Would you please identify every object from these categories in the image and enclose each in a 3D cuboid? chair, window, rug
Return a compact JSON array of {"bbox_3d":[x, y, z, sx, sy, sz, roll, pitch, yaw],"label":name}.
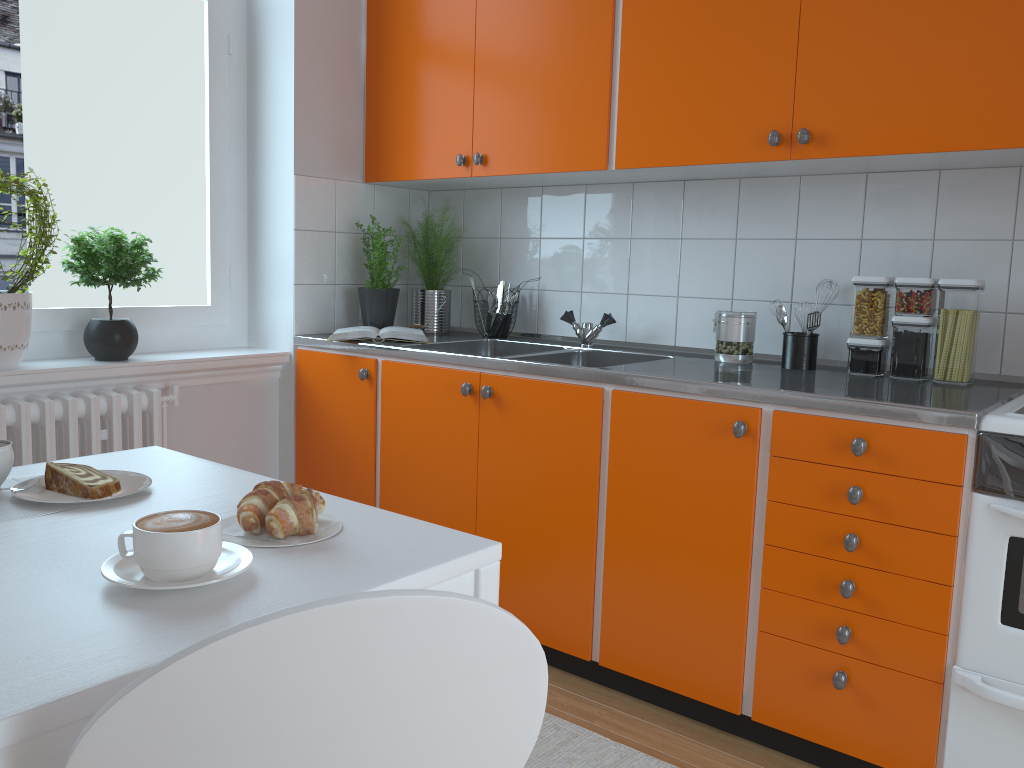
[{"bbox_3d":[-0.278,0.552,1.022,0.498,0.869,0.654,-2,8,-26],"label":"chair"},{"bbox_3d":[-1.320,-1.039,2.646,0.112,1.926,1.263,7,9,38],"label":"window"},{"bbox_3d":[0.055,0.884,1.850,1.705,0.009,0.667,8,10,38],"label":"rug"}]

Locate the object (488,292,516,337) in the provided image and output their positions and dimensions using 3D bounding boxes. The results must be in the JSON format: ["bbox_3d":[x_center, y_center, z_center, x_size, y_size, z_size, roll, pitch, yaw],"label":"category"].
[{"bbox_3d":[-0.030,-0.272,3.238,0.076,0.199,0.132,4,8,19],"label":"object"}]

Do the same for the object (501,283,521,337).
[{"bbox_3d":[-0.005,-0.268,3.217,0.075,0.197,0.024,4,7,17],"label":"object"}]

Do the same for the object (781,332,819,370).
[{"bbox_3d":[0.802,-0.090,2.472,0.097,0.105,0.095,4,8,20],"label":"object"}]

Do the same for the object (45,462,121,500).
[{"bbox_3d":[-0.632,0.140,1.327,0.130,0.043,0.073,6,9,31],"label":"object"}]

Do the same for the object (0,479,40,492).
[{"bbox_3d":[-0.747,0.150,1.280,0.130,0.027,0.027,1,7,-1],"label":"object"}]

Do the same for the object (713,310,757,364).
[{"bbox_3d":[0.654,-0.139,2.598,0.116,0.150,0.118,0,8,-17],"label":"object"}]

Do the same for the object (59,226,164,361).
[{"bbox_3d":[-1.229,-0.278,2.707,0.309,0.406,0.272,2,7,-1],"label":"object"}]

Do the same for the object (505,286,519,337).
[{"bbox_3d":[0.000,-0.266,3.235,0.059,0.189,0.018,-2,8,-30],"label":"object"}]

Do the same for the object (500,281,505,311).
[{"bbox_3d":[-0.045,-0.280,3.284,0.026,0.202,0.054,5,8,21],"label":"object"}]

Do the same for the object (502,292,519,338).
[{"bbox_3d":[-0.008,-0.249,3.199,0.055,0.166,0.020,4,7,15],"label":"object"}]

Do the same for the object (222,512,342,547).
[{"bbox_3d":[-0.310,0.191,1.174,0.166,0.005,0.168,0,8,-9],"label":"object"}]

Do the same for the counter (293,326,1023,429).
[{"bbox_3d":[0.672,0.011,2.376,3.165,0.132,0.669,8,10,38],"label":"counter"}]

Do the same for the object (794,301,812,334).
[{"bbox_3d":[0.793,-0.160,2.412,0.045,0.131,0.075,6,8,30],"label":"object"}]

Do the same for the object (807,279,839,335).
[{"bbox_3d":[0.857,-0.170,2.493,0.064,0.251,0.182,8,9,40],"label":"object"}]

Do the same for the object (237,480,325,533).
[{"bbox_3d":[-0.318,0.160,1.183,0.071,0.059,0.129,8,9,38],"label":"object"}]

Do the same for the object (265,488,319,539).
[{"bbox_3d":[-0.285,0.166,1.140,0.073,0.059,0.061,-3,8,-30],"label":"object"}]

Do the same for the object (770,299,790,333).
[{"bbox_3d":[0.776,-0.142,2.496,0.108,0.190,0.044,2,7,1],"label":"object"}]

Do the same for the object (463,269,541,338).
[{"bbox_3d":[-0.048,-0.290,3.218,0.333,0.243,0.172,4,8,16],"label":"object"}]

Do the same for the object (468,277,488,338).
[{"bbox_3d":[-0.125,-0.280,3.224,0.100,0.218,0.018,7,9,38],"label":"object"}]

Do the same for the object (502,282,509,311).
[{"bbox_3d":[-0.025,-0.275,3.264,0.022,0.198,0.075,2,7,2],"label":"object"}]

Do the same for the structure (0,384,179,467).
[{"bbox_3d":[-1.094,0.320,2.829,0.209,0.659,1.632,7,9,38],"label":"structure"}]

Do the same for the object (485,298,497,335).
[{"bbox_3d":[-0.076,-0.248,3.255,0.019,0.146,0.108,4,8,18],"label":"object"}]

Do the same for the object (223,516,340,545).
[{"bbox_3d":[-0.305,0.188,1.175,0.121,0.005,0.121,4,8,18],"label":"object"}]

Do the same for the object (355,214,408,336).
[{"bbox_3d":[-0.476,-0.388,3.173,0.154,0.432,0.194,-2,8,-27],"label":"object"}]

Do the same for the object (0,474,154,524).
[{"bbox_3d":[-0.695,0.160,1.312,0.232,0.003,0.224,8,10,38],"label":"object"}]

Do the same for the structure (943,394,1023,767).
[{"bbox_3d":[1.341,0.491,1.845,0.630,0.863,0.719,8,9,38],"label":"structure"}]

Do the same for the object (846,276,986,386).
[{"bbox_3d":[1.030,-0.142,2.279,0.307,0.260,0.093,8,9,38],"label":"object"}]

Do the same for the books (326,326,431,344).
[{"bbox_3d":[-0.449,-0.169,3.002,0.341,0.040,0.232,1,8,-6],"label":"books"}]

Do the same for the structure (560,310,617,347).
[{"bbox_3d":[0.253,-0.185,2.975,0.205,0.116,0.048,8,9,38],"label":"structure"}]

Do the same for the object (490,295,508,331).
[{"bbox_3d":[-0.049,-0.251,3.251,0.084,0.152,0.021,-5,10,-44],"label":"object"}]

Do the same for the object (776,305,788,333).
[{"bbox_3d":[0.764,-0.132,2.472,0.086,0.176,0.053,-5,10,-42],"label":"object"}]

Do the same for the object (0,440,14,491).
[{"bbox_3d":[-0.779,0.123,1.314,0.076,0.070,0.084,1,7,-2],"label":"object"}]

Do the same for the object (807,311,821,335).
[{"bbox_3d":[0.824,-0.122,2.430,0.035,0.164,0.116,4,8,18],"label":"object"}]

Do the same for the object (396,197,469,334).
[{"bbox_3d":[-0.291,-0.443,3.300,0.331,0.511,0.278,7,9,34],"label":"object"}]

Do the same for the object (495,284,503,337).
[{"bbox_3d":[-0.050,-0.273,3.267,0.024,0.192,0.087,2,7,4],"label":"object"}]

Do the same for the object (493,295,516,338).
[{"bbox_3d":[-0.027,-0.244,3.189,0.079,0.158,0.020,3,7,7],"label":"object"}]

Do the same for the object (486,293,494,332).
[{"bbox_3d":[-0.084,-0.259,3.274,0.020,0.162,0.070,3,7,7],"label":"object"}]

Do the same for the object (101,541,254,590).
[{"bbox_3d":[-0.371,0.207,0.987,0.158,0.020,0.163,-4,9,-36],"label":"object"}]

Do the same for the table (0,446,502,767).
[{"bbox_3d":[-0.744,0.595,0.965,0.847,0.770,1.255,8,9,38],"label":"table"}]

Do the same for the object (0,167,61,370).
[{"bbox_3d":[-1.436,-0.329,2.423,0.219,0.573,0.382,4,8,19],"label":"object"}]

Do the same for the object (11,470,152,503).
[{"bbox_3d":[-0.640,0.156,1.323,0.194,0.012,0.189,7,9,36],"label":"object"}]

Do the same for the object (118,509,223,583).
[{"bbox_3d":[-0.371,0.179,0.982,0.095,0.064,0.097,8,10,41],"label":"object"}]

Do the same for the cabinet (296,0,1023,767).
[{"bbox_3d":[0.674,-0.339,2.318,3.166,2.345,0.692,8,9,38],"label":"cabinet"}]

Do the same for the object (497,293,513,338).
[{"bbox_3d":[-0.024,-0.250,3.218,0.020,0.163,0.070,8,10,42],"label":"object"}]
